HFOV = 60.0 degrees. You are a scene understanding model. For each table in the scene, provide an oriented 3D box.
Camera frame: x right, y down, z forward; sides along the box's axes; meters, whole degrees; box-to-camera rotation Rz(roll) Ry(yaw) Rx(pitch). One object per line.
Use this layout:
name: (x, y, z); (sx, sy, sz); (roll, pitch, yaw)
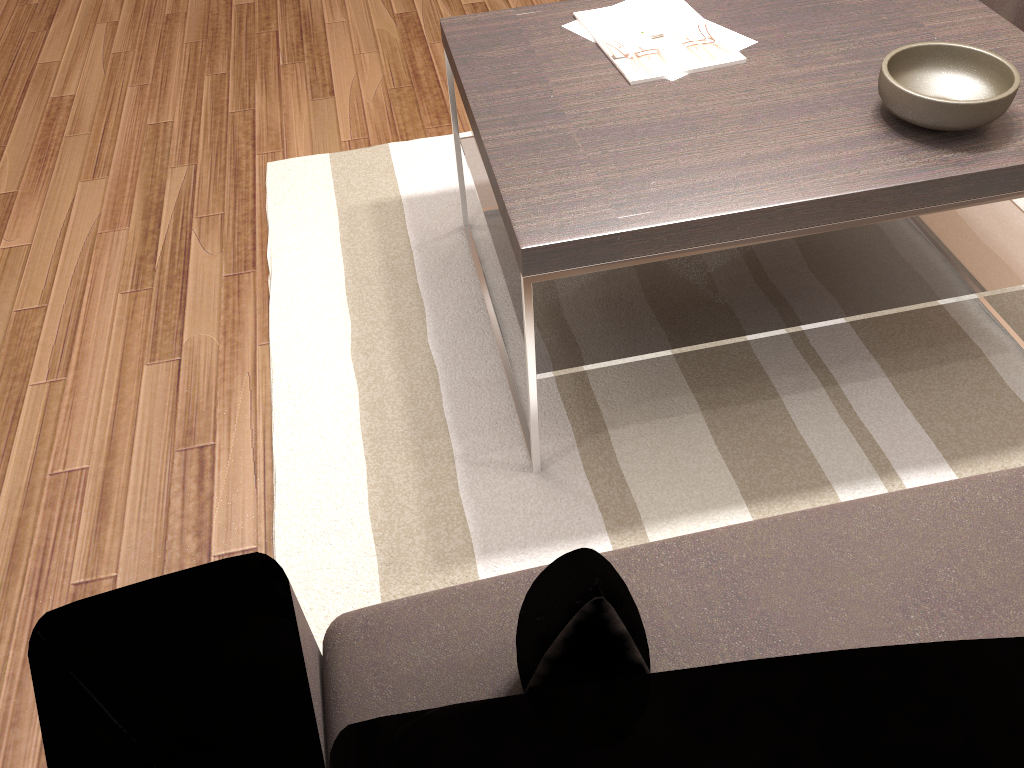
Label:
table: (0.484, -0.411, 1.907); (1.110, 0.558, 0.856); (-10, 46, -6)

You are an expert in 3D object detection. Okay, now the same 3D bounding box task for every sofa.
sofa: (1.334, 0.299, 1.031); (3.565, 0.776, 1.906); (-11, 46, -6)
sofa: (1.387, -2.501, 3.739); (1.906, 0.776, 3.565); (-11, 46, -6)

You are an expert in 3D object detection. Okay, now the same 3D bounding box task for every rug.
rug: (0.490, -0.219, 2.109); (2.122, 0.024, 1.791); (-10, 46, -6)

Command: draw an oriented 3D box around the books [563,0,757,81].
books: (0.300, -0.722, 1.838); (0.241, 0.008, 0.332); (-30, 51, -23)

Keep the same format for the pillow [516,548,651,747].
pillow: (-0.046, 0.393, 0.513); (0.560, 0.470, 0.749); (-13, 47, -9)

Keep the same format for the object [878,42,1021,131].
object: (0.744, -0.502, 1.530); (0.219, 0.081, 0.219); (-7, 46, -2)

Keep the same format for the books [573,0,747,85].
books: (0.294, -0.713, 1.821); (0.241, 0.010, 0.332); (-14, 47, -9)
